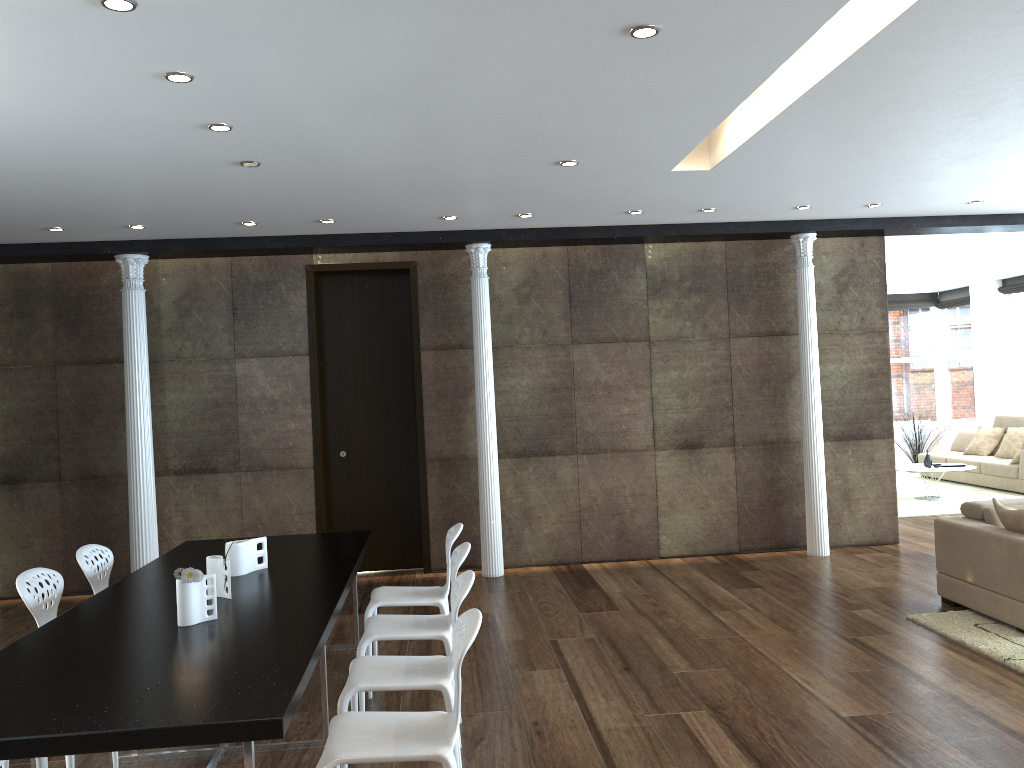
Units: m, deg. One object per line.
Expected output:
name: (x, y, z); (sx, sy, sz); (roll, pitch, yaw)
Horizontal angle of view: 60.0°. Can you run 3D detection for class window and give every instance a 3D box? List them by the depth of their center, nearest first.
window: (7.882, -0.456, 13.240); (0.123, 2.400, 1.444); (-3, 0, -5)
window: (6.913, -0.396, 15.757); (1.474, 2.400, 0.123); (-3, 0, -5)
window: (13.381, -0.045, 21.694); (34.761, 17.917, 13.698); (-3, 0, -5)

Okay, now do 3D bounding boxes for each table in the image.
table: (-1.361, 1.340, 4.112); (1.200, 0.733, 3.400); (-3, 0, -5)
table: (5.241, 1.237, 11.086); (1.022, 0.393, 1.022); (-3, 0, 40)

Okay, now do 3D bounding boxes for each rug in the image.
rug: (4.824, 1.421, 4.527); (4.231, 0.020, 2.972); (-3, 0, -5)
rug: (5.474, 1.438, 12.061); (2.972, 0.020, 4.231); (-3, 0, -5)

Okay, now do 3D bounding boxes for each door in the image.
door: (-1.304, 0.323, 8.172); (1.000, 2.814, 0.510); (-3, 0, -5)

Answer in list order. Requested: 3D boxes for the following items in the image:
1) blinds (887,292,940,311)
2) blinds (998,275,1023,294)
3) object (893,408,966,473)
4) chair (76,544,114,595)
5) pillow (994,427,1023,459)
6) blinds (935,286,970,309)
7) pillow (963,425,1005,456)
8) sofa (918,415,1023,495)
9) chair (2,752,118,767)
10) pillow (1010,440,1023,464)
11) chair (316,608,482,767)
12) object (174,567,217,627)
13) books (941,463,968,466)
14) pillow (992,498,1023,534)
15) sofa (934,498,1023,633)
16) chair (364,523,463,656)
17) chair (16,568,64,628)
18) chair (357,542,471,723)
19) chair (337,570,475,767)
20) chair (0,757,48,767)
blinds: (6.857, -1.451, 15.676); (1.442, 0.312, 0.155); (-3, 0, -5)
blinds: (7.772, -1.526, 13.239); (0.156, 0.275, 1.442); (-3, 0, -5)
object: (6.350, 0.895, 13.939); (1.119, 1.014, 1.125); (-2, 0, -18)
chair: (-2.151, 1.330, 5.092); (0.581, 0.835, 0.495); (-3, 0, -5)
pillow: (6.742, 0.785, 11.899); (0.301, 0.439, 0.534); (-3, 0, -8)
blinds: (7.622, -1.482, 15.049); (0.156, 0.327, 1.377); (-3, 0, -5)
pillow: (6.678, 0.802, 12.521); (0.368, 0.416, 0.519); (-3, 0, -9)
sofa: (6.715, 0.917, 12.151); (1.018, 0.950, 2.581); (-3, 0, -5)
chair: (-2.034, 1.316, 3.692); (0.581, 0.835, 0.495); (-3, 0, -5)
pillow: (6.569, 0.810, 11.121); (0.518, 0.393, 0.395); (-3, 0, -8)
chair: (-0.376, 1.237, 3.099); (0.581, 0.835, 0.495); (-3, 0, -5)
object: (-1.272, 0.849, 3.570); (0.161, 0.233, 0.076); (-2, 0, -23)
books: (5.520, 1.014, 11.118); (0.300, 0.010, 0.220); (-3, 0, 10)
pillow: (3.269, 0.925, 5.496); (0.395, 0.393, 0.518); (-3, 0, -1)
sofa: (4.265, 0.989, 5.804); (2.581, 0.950, 1.021); (-3, 0, -5)
chair: (-0.560, 1.259, 5.225); (0.581, 0.835, 0.495); (-3, 0, -5)
chair: (-2.093, 1.323, 4.392); (0.581, 0.835, 0.495); (-3, 0, -5)
chair: (-0.482, 1.251, 4.534); (0.581, 0.835, 0.495); (-3, 0, -5)
chair: (-0.430, 1.244, 3.798); (0.581, 0.835, 0.495); (-3, 0, -5)
chair: (-1.976, 1.309, 2.992); (0.581, 0.835, 0.495); (-3, 0, -5)
